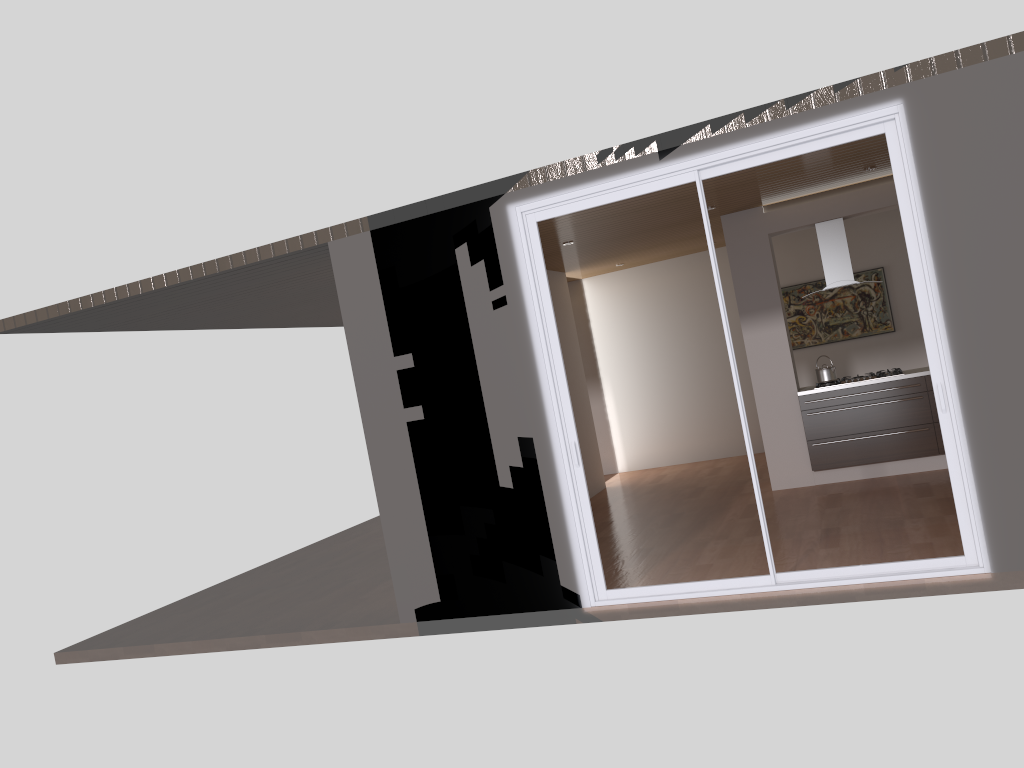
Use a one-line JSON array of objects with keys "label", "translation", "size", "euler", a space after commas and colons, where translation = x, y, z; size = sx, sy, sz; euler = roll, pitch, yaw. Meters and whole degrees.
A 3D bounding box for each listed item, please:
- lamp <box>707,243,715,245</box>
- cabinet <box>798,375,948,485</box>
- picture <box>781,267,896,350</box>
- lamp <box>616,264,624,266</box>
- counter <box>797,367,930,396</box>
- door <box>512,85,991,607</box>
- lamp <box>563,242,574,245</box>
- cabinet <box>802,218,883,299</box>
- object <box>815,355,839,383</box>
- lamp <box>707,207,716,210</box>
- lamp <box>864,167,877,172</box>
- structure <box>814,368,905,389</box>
[{"label": "lamp", "translation": [2.415, -1.725, 10.784], "size": [0.102, 0.055, 0.102], "euler": [-11, 0, 4]}, {"label": "cabinet", "translation": [3.631, 0.381, 7.632], "size": [2.150, 0.870, 1.850], "euler": [-11, 0, 21]}, {"label": "picture", "translation": [3.996, -0.918, 10.991], "size": [1.277, 0.801, 0.018], "euler": [-11, 0, 21]}, {"label": "lamp", "translation": [1.358, -1.526, 11.204], "size": [0.102, 0.055, 0.102], "euler": [-11, 0, 4]}, {"label": "counter", "translation": [3.547, -0.064, 7.630], "size": [2.150, 0.036, 1.850], "euler": [-11, 0, 21]}, {"label": "door", "translation": [1.323, -0.103, 5.286], "size": [2.300, 2.700, 0.101], "euler": [-11, 0, 21]}, {"label": "lamp", "translation": [0.530, -1.357, 8.423], "size": [0.102, 0.055, 0.102], "euler": [-11, 0, -7]}, {"label": "cabinet", "translation": [3.454, -1.142, 7.640], "size": [2.058, 1.032, 1.399], "euler": [-11, 0, 25]}, {"label": "object", "translation": [2.964, -0.148, 8.401], "size": [0.221, 0.251, 0.221], "euler": [-11, 0, 14]}, {"label": "lamp", "translation": [1.765, -1.590, 7.932], "size": [0.102, 0.055, 0.102], "euler": [-11, 0, 4]}, {"label": "lamp", "translation": [3.001, -1.823, 7.440], "size": [0.102, 0.055, 0.102], "euler": [-11, 0, -7]}, {"label": "structure", "translation": [3.284, -0.058, 8.409], "size": [0.797, 0.047, 0.494], "euler": [-11, 0, 21]}]
